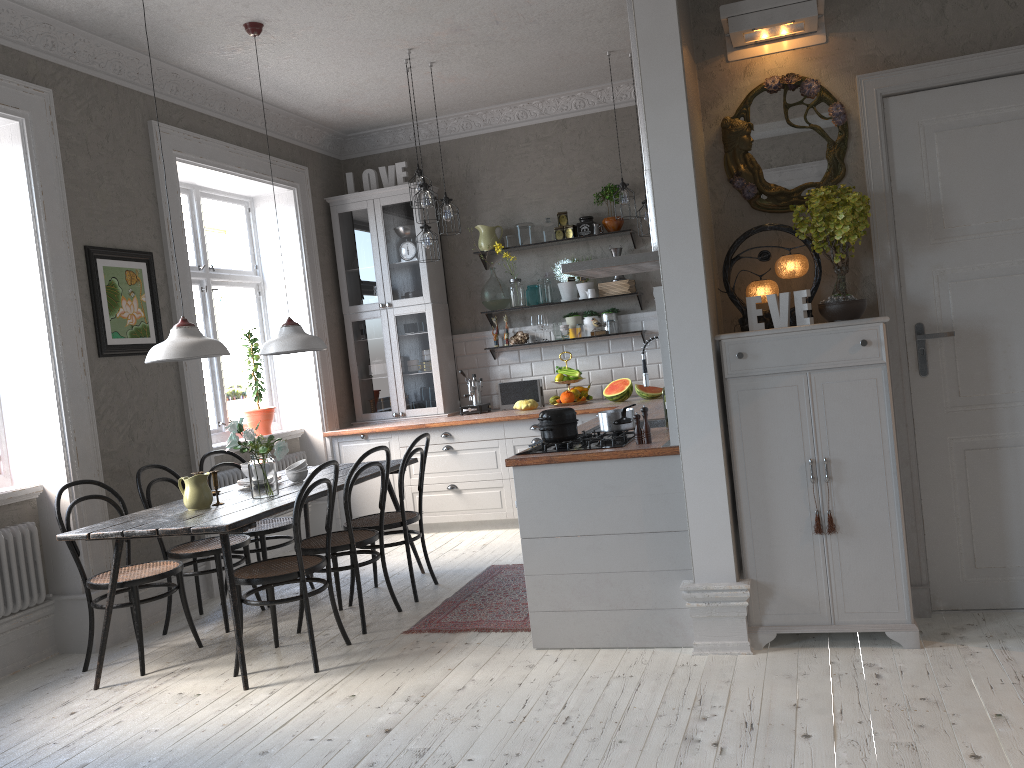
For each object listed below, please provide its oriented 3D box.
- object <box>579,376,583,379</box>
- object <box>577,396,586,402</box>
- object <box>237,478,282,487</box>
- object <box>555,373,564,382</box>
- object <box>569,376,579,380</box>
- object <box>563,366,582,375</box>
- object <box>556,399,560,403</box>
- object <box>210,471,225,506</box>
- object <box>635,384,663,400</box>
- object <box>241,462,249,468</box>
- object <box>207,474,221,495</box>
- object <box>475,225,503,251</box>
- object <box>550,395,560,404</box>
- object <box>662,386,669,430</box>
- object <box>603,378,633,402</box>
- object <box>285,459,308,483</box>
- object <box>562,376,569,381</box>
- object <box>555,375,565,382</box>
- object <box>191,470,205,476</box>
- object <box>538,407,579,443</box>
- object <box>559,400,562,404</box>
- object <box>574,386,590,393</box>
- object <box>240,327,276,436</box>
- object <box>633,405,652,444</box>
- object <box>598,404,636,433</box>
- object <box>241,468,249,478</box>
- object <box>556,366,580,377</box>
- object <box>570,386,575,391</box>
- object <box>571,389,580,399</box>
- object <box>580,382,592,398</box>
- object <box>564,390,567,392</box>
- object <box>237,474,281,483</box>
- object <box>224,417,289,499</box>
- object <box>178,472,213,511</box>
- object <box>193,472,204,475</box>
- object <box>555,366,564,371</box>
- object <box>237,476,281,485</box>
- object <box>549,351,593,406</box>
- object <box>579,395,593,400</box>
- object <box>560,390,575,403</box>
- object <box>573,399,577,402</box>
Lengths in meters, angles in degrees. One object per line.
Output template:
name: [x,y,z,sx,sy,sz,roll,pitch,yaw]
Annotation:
object: [0.530,-0.046,6.961,0.051,0.050,0.050,-5,2,27]
object: [0.538,0.121,6.900,0.069,0.051,0.088,-7,2,-24]
object: [-1.416,0.558,4.977,0.232,0.027,0.242,-5,2,36]
object: [0.373,-0.049,6.924,0.058,0.069,0.080,-5,3,37]
object: [0.482,-0.038,6.944,0.076,0.062,0.100,-7,2,-9]
object: [0.490,-0.098,7.003,0.177,0.096,0.090,-5,3,38]
object: [0.387,0.126,6.988,0.090,0.057,0.083,-8,3,-40]
object: [-1.462,0.514,4.379,0.058,0.167,0.060,-5,3,31]
object: [1.030,0.053,6.577,0.224,0.127,0.148,-6,2,0]
object: [-1.425,0.485,4.973,0.178,0.094,0.180,-6,2,9]
object: [-1.659,0.548,4.808,0.139,0.112,0.139,-6,2,0]
object: [-0.187,-1.190,7.228,0.187,0.216,0.176,-5,3,32]
object: [0.361,0.124,7.034,0.155,0.072,0.075,-8,3,-43]
object: [0.790,0.079,4.353,0.088,0.282,0.083,-6,2,18]
object: [0.801,0.051,6.698,0.231,0.174,0.222,-5,3,39]
object: [-1.204,0.489,4.953,0.122,0.119,0.130,-5,3,34]
object: [0.419,-0.032,6.927,0.063,0.061,0.067,-6,2,18]
object: [0.384,-0.037,7.000,0.095,0.078,0.101,-6,2,5]
object: [-1.601,0.522,4.535,0.096,0.172,0.096,-6,2,-1]
object: [0.213,0.188,4.057,0.190,0.147,0.192,-6,2,-3]
object: [0.407,0.133,6.999,0.070,0.076,0.229,-6,2,1]
object: [0.552,0.042,6.975,0.126,0.056,0.060,-6,2,9]
object: [-1.937,-0.018,6.675,0.254,0.813,0.265,-4,3,45]
object: [0.567,0.177,3.864,0.072,0.167,0.036,-6,2,17]
object: [0.540,0.154,4.200,0.178,0.134,0.297,-8,3,-38]
object: [-1.422,0.505,4.974,0.178,0.094,0.180,-6,2,9]
object: [0.441,-0.101,6.946,0.207,0.101,0.068,-5,2,24]
object: [0.494,0.064,7.039,0.084,0.093,0.087,-6,2,14]
object: [0.489,0.079,6.920,0.087,0.078,0.089,-4,3,44]
object: [0.576,0.046,6.961,0.060,0.120,0.128,-4,3,41]
object: [0.468,0.077,7.055,0.077,0.076,0.157,-4,3,44]
object: [-1.418,0.541,4.976,0.232,0.027,0.242,-5,3,41]
object: [-1.264,0.365,4.437,0.308,0.414,0.254,-6,2,16]
object: [-1.541,0.523,4.315,0.152,0.170,0.134,-7,2,-21]
object: [-1.567,0.521,4.448,0.061,0.172,0.063,-5,3,39]
object: [0.377,-0.116,6.968,0.073,0.058,0.050,-7,2,-6]
object: [-1.417,0.549,4.976,0.240,0.027,0.235,-7,2,-14]
object: [0.442,-0.046,6.977,0.351,0.426,0.352,-6,2,3]
object: [0.560,0.105,7.022,0.055,0.044,0.213,-8,2,-34]
object: [0.429,0.099,6.860,0.114,0.111,0.110,-7,2,-15]
object: [0.475,0.133,6.926,0.070,0.065,0.070,-5,3,39]
